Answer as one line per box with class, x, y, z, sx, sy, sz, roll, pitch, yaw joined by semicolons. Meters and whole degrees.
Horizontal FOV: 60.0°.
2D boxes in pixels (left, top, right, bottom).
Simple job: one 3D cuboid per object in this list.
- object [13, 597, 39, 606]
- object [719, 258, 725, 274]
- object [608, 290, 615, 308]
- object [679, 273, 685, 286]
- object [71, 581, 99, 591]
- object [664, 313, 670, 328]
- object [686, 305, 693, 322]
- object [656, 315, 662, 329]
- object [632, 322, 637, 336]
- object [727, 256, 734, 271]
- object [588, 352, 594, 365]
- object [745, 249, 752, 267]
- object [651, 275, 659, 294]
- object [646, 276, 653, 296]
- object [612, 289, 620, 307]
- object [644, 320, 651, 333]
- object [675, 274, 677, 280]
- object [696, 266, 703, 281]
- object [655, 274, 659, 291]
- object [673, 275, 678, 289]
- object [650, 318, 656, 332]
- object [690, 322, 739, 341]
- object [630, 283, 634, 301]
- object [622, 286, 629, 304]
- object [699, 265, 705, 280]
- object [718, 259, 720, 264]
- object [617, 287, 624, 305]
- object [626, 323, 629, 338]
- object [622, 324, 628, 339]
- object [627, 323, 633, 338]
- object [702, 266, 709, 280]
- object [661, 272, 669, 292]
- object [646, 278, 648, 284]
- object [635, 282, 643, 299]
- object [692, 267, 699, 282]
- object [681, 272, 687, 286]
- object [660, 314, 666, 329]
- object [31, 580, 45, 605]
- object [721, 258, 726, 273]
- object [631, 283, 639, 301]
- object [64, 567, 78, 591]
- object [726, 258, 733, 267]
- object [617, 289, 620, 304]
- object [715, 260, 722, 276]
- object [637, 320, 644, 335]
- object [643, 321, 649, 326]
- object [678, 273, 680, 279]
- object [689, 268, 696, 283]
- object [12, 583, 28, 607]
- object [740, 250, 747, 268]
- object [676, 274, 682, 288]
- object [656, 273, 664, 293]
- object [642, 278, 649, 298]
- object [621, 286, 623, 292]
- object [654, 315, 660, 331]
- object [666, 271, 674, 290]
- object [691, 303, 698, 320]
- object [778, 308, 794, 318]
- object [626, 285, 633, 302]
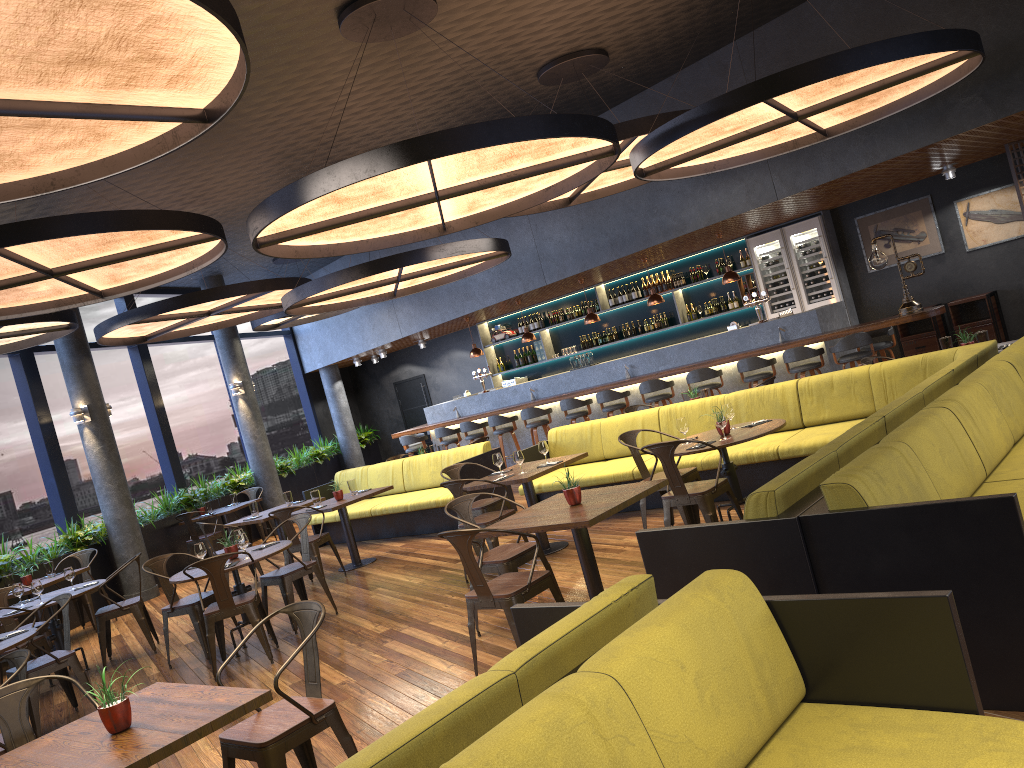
object;-4.547;2.035;8.327;0.255;0.019;0.157;-15;1;28
object;3.274;-1.839;13.855;0.063;0.254;0.063;-16;1;-21
object;1.707;-1.471;15.301;0.085;0.310;0.086;-16;1;-22
object;2.748;-1.691;14.362;0.056;0.227;0.056;-15;1;28
object;-3.987;1.885;8.261;0.255;0.019;0.157;-15;1;-18
object;2.573;-1.067;14.806;0.063;0.254;0.063;-15;1;13
object;2.883;-1.159;14.479;0.079;0.281;0.079;-14;1;45
object;2.462;-1.038;14.860;0.063;0.254;0.063;-16;1;-21
object;2.097;-0.946;15.242;0.063;0.254;0.063;-15;1;13
object;3.427;-1.882;13.936;0.063;0.254;0.063;-16;1;-41
object;1.210;-0.388;13.674;0.105;0.209;0.105;-15;1;-14
object;3.635;-1.946;13.655;0.079;0.281;0.079;-15;1;10
object;2.357;-1.647;14.704;0.084;0.330;0.084;-16;1;-42
object;2.289;-1.630;14.766;0.084;0.330;0.084;-16;1;-42
object;1.787;-1.494;15.353;0.085;0.310;0.086;-16;1;-34
object;2.277;-0.975;14.981;0.088;0.224;0.088;-15;1;11
object;2.697;-1.680;14.488;0.056;0.227;0.056;-14;1;43
object;2.979;-1.765;14.146;0.063;0.254;0.063;-15;1;13
object;2.440;-1.670;14.748;0.084;0.330;0.084;-16;1;-42
object;2.658;-1.669;14.442;0.056;0.227;0.056;-15;1;3
object;2.356;-0.995;14.911;0.088;0.224;0.088;-16;1;-34
object;2.737;-0.720;12.170;0.766;0.106;0.200;-14;1;41
object;2.071;-1.566;15.107;0.085;0.310;0.086;-16;1;-22
object;1.919;-1.525;15.112;0.085;0.310;0.086;-16;1;-22
object;3.038;-1.782;14.217;0.063;0.254;0.063;-15;1;28
object;3.312;-1.853;14.034;0.063;0.254;0.063;-16;1;-21
object;1.852;-1.508;15.175;0.085;0.310;0.086;-15;1;-16
object;2.005;-0.923;15.324;0.063;0.254;0.063;-15;1;28
object;1.934;-0.902;15.242;0.063;0.254;0.063;-15;1;13
object;2.007;-0.921;15.176;0.063;0.254;0.063;-15;1;-12
object;3.079;-1.766;14.069;0.097;0.206;0.097;-15;1;10
object;2.501;-1.684;14.572;0.084;0.330;0.084;-16;1;-42
object;2.301;-1.635;14.873;0.084;0.330;0.084;-16;1;-42
object;2.139;-1.583;15.043;0.085;0.310;0.086;-15;1;-8
object;2.953;-1.760;14.292;0.063;0.254;0.063;-15;1;3
object;2.785;-1.703;14.408;0.056;0.227;0.056;-14;1;43
object;2.499;-1.046;14.731;0.063;0.254;0.063;-16;1;-42
object;-4.217;1.857;7.895;0.097;0.206;0.097;-15;1;9
object;3.326;-1.855;13.941;0.063;0.254;0.063;-15;1;4
object;2.062;-1.561;14.987;0.085;0.310;0.086;-15;1;-16
object;-4.155;1.831;8.350;0.097;0.206;0.097;-16;1;-44
object;3.395;-1.847;13.806;0.097;0.206;0.097;-15;1;10
object;1.860;-1.512;15.287;0.085;0.310;0.086;-16;1;-22
object;3.242;-1.833;13.963;0.063;0.254;0.063;-15;1;-7
object;2.188;-0.970;15.169;0.063;0.254;0.063;-15;1;-1
object;2.294;-0.973;15.115;0.097;0.206;0.097;-15;1;-18
object;2.740;-1.691;14.449;0.056;0.227;0.056;-15;1;3
object;2.885;-1.741;14.220;0.063;0.254;0.063;-14;1;38
object;-4.532;1.937;8.156;0.097;0.206;0.097;-15;1;28
object;3.565;-1.929;13.717;0.079;0.281;0.079;-16;1;-40
object;2.702;-1.680;14.402;0.056;0.227;0.056;-15;1;18
object;2.429;-1.665;14.634;0.084;0.330;0.084;-16;1;-42
object;2.220;-1.612;14.826;0.084;0.330;0.084;-16;1;-42
object;1.929;-1.530;15.231;0.085;0.310;0.086;-15;1;-8
object;2.401;-1.020;14.787;0.063;0.254;0.063;-14;1;34
object;2.599;-1.712;14.649;0.084;0.330;0.084;-16;1;-42
object;2.951;-1.176;14.417;0.079;0.281;0.079;-15;1;20
object;3.530;-0.914;11.434;0.177;0.091;0.091;-15;1;16
object;1.999;-1.548;15.165;0.085;0.310;0.086;-16;1;-38
